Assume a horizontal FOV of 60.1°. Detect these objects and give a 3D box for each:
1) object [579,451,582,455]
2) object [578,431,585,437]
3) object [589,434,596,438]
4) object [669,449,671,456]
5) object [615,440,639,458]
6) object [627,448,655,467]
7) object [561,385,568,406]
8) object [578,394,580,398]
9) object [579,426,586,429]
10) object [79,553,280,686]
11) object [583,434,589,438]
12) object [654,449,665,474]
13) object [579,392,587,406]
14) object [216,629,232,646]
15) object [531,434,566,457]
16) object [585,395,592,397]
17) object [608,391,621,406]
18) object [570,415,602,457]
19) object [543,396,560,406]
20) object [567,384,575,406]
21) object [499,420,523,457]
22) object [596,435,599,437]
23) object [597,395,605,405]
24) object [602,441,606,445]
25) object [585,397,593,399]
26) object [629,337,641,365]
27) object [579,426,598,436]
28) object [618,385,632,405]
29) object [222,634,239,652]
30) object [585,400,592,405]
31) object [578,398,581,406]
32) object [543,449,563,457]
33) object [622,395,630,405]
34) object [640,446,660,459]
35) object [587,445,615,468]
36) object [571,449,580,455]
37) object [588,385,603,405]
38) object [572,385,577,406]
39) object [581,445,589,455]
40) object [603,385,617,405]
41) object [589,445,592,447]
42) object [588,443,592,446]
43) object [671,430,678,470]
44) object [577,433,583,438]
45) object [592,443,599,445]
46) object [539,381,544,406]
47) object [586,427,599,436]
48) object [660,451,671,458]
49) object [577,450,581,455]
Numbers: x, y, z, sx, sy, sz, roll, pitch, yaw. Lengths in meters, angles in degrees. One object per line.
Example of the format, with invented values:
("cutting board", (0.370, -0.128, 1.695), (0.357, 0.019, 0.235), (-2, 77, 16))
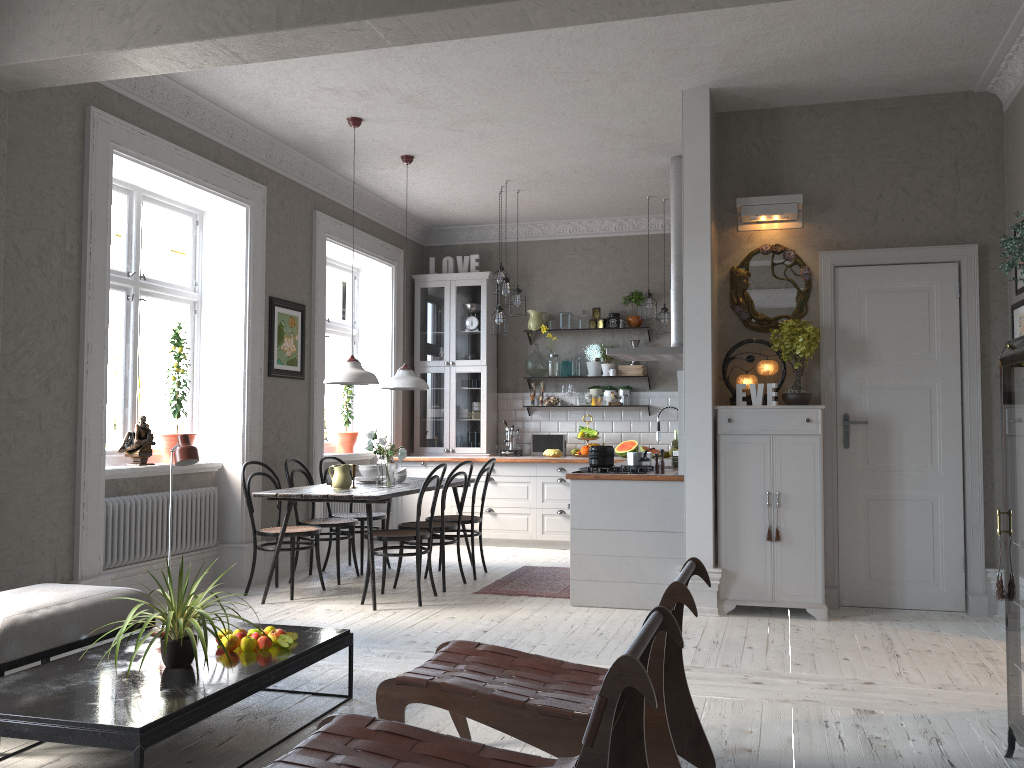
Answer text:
("object", (0.706, 0.698, 8.904), (0.070, 0.076, 0.229), (0, -3, -1))
("object", (0.695, 0.508, 8.845), (0.058, 0.069, 0.080), (-2, -3, 35))
("object", (0.802, 0.533, 8.866), (0.076, 0.062, 0.100), (1, -3, -11))
("object", (1.610, 0.661, 8.566), (0.207, 0.119, 0.130), (1, -3, -22))
("object", (1.116, 0.636, 8.621), (0.231, 0.174, 0.222), (-2, -3, 38))
("object", (0.927, 0.504, 6.120), (0.178, 0.134, 0.297), (2, -4, -39))
("object", (0.548, 0.119, 9.192), (0.082, 0.217, 0.082), (0, -3, 2))
("object", (0.723, 0.151, 9.159), (0.076, 0.083, 0.079), (-2, -3, 34))
("object", (0.705, 0.446, 8.895), (0.073, 0.058, 0.050), (0, -3, -8))
("object", (-1.181, 0.824, 3.235), (0.717, 0.420, 0.676), (-2, -3, 34))
("object", (0.738, 0.530, 8.847), (0.063, 0.061, 0.067), (-1, -3, 16))
("object", (0.962, 0.502, 5.786), (0.072, 0.167, 0.036), (-1, -3, 15))
("object", (0.730, 0.153, 9.078), (0.079, 0.139, 0.078), (1, -3, -11))
("object", (-1.140, 1.005, 3.503), (0.066, 0.066, 0.071), (-1, -3, 21))
("object", (0.374, 0.627, 9.035), (0.348, 0.226, 0.089), (-1, -3, 15))
("object", (0.782, 0.134, 9.020), (0.077, 0.051, 0.077), (0, -3, 2))
("object", (1.051, 0.148, 8.997), (0.120, 0.147, 0.099), (1, -3, -16))
("object", (0.761, 0.524, 8.899), (0.352, 0.425, 0.352), (0, -3, 1))
("object", (0.406, 0.173, 9.185), (0.178, 0.111, 0.096), (0, -3, -7))
("object", (0.606, 0.114, 9.079), (0.082, 0.217, 0.082), (0, -3, 2))
("object", (-0.023, 0.555, 9.053), (0.203, 0.370, 0.357), (-1, -3, 16))
("object", (0.850, 0.531, 8.885), (0.051, 0.050, 0.050), (-1, -3, 25))
("object", (0.909, 0.166, 9.042), (0.077, 0.108, 0.078), (0, -3, 9))
("object", (0.885, 0.628, 8.877), (0.060, 0.120, 0.128), (-2, -4, 40))
("object", (0.782, 0.159, 9.019), (0.075, 0.051, 0.079), (-2, -3, 35))
("object", (1.254, -0.329, 9.015), (0.130, 0.287, 0.131), (0, -3, 1))
("object", (0.767, 0.466, 8.873), (0.208, 0.101, 0.068), (-1, -3, 22))
("object", (1.166, 0.119, 9.068), (0.157, 0.213, 0.154), (-1, -3, 14))
("object", (-1.092, 1.002, 3.427), (0.069, 0.066, 0.071), (-2, -3, 31))
("object", (0.782, 0.194, 9.017), (0.077, 0.051, 0.077), (0, -3, 9))
("object", (0.723, 0.184, 9.157), (0.076, 0.083, 0.079), (-2, -3, 34))
("object", (0.407, 0.687, 8.811), (0.195, 0.083, 0.191), (-1, -3, 16))
("object", (1.150, 0.162, 8.951), (0.077, 0.108, 0.078), (0, -3, 9))
("object", (1.348, 0.655, 8.505), (0.224, 0.127, 0.148), (0, -3, -2))
("object", (0.602, 0.488, 5.969), (0.191, 0.147, 0.192), (0, -3, -4))
("object", (0.660, 0.687, 8.939), (0.155, 0.072, 0.075), (3, -4, -45))
("object", (0.854, 0.116, 9.134), (0.157, 0.217, 0.155), (0, -3, -4))
("object", (0.630, 0.118, 9.166), (0.082, 0.217, 0.082), (0, -3, 2))
("object", (0.735, 0.656, 8.769), (0.114, 0.110, 0.110), (1, -3, -17))
("object", (1.005, 0.119, 9.102), (0.150, 0.214, 0.170), (3, -4, -44))
("object", (0.796, 0.648, 8.832), (0.087, 0.078, 0.089), (-2, -4, 42))
("object", (0.799, 0.643, 8.951), (0.084, 0.093, 0.087), (0, -3, 12))
("object", (1.179, 0.470, 6.285), (0.088, 0.282, 0.082), (-1, -3, 16))
("object", (0.702, 0.527, 8.920), (0.095, 0.078, 0.101), (0, -3, 3))
("object", (0.861, 0.622, 8.892), (0.126, 0.056, 0.060), (0, -3, 8))
("object", (0.315, 0.101, 9.239), (0.063, 0.264, 0.052), (2, -3, -38))
("object", (0.815, 0.479, 8.931), (0.177, 0.096, 0.090), (-2, -3, 36))
("object", (1.494, 0.688, 8.647), (0.203, 0.073, 0.118), (1, -3, -21))
("object", (0.687, 0.688, 8.893), (0.090, 0.057, 0.083), (3, -4, -42))
